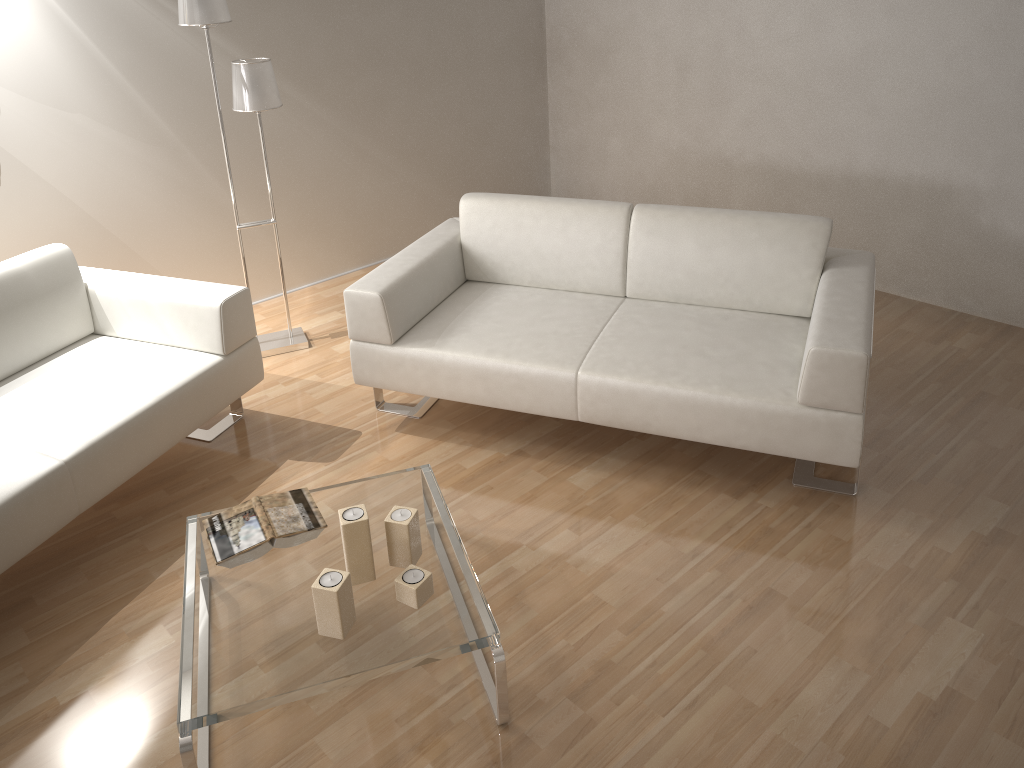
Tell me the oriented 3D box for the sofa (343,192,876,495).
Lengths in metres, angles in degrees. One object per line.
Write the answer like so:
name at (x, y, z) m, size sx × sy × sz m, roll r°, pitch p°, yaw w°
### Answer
sofa at (0.382, -0.239, 3.275) m, size 1.793 × 0.701 × 0.953 m, roll 8°, pitch 27°, yaw 21°

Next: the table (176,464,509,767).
table at (-0.465, 0.581, 2.271) m, size 0.705 × 0.236 × 0.836 m, roll -10°, pitch 28°, yaw -15°

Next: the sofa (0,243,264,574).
sofa at (-1.697, 0.167, 2.689) m, size 0.911 × 0.699 × 1.876 m, roll 7°, pitch 28°, yaw 21°

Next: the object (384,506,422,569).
object at (-0.276, 0.384, 2.223) m, size 0.067 × 0.143 × 0.070 m, roll 4°, pitch 23°, yaw 17°

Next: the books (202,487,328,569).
books at (-0.669, 0.380, 2.365) m, size 0.296 × 0.053 × 0.212 m, roll -16°, pitch 30°, yaw -24°

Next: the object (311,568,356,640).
object at (-0.409, 0.499, 2.012) m, size 0.067 × 0.143 × 0.070 m, roll 4°, pitch 23°, yaw 17°

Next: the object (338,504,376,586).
object at (-0.384, 0.393, 2.168) m, size 0.067 × 0.186 × 0.070 m, roll -9°, pitch 22°, yaw -15°

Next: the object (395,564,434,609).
object at (-0.235, 0.482, 2.107) m, size 0.068 × 0.070 × 0.070 m, roll 12°, pitch 28°, yaw 30°

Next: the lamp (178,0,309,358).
lamp at (-1.136, -0.911, 3.776) m, size 0.369 × 1.581 × 0.218 m, roll -11°, pitch 22°, yaw -21°
